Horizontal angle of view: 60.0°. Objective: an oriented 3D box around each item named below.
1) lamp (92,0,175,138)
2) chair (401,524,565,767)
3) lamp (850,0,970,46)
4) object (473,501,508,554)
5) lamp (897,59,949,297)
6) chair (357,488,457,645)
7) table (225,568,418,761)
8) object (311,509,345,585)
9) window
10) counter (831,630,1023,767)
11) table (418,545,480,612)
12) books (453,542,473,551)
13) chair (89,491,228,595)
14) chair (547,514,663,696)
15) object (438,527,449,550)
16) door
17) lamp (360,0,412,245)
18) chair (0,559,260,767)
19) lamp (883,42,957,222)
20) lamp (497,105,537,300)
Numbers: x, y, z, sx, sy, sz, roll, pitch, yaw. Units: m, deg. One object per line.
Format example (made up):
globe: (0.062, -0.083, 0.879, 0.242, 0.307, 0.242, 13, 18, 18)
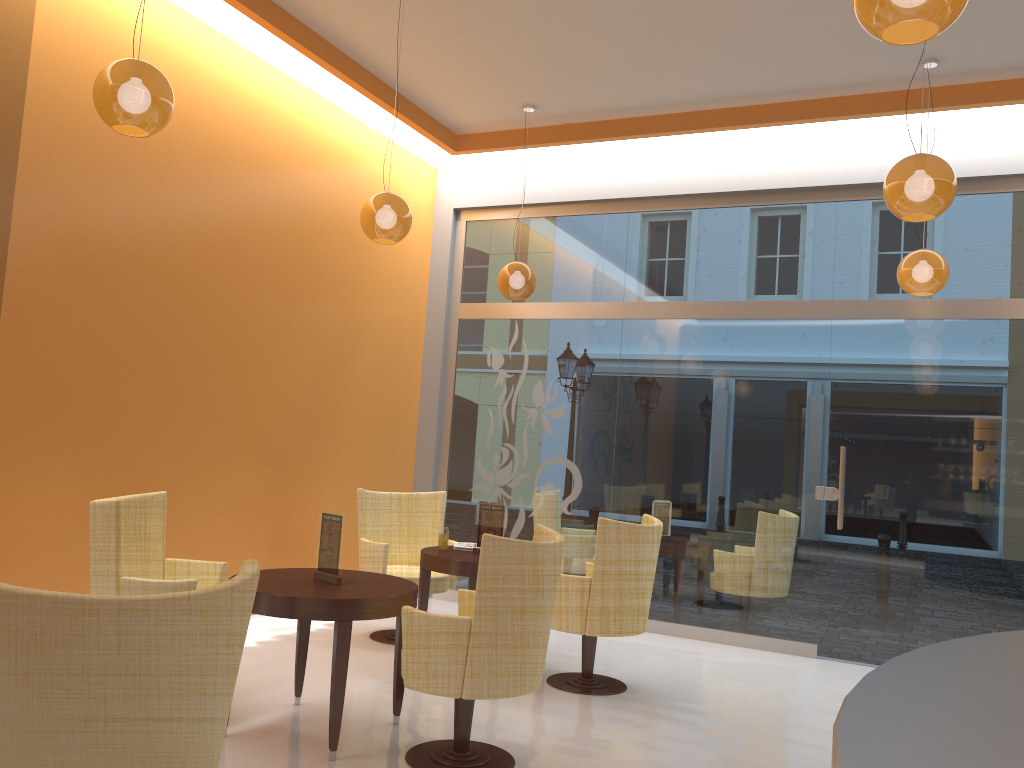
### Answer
lamp: (-1.448, -1.740, 3.547, 0.299, 1.500, 0.299, 7, -5, -39)
chair: (-0.141, 1.133, 3.889, 0.685, 1.017, 0.729, 2, -5, 22)
lamp: (1.079, -1.651, 2.345, 0.299, 1.500, 0.299, 4, -4, 3)
object: (-0.138, 0.930, 5.727, 0.209, 0.335, 0.042, 3, -4, 8)
lamp: (2.608, -1.304, 5.585, 0.299, 1.500, 0.299, 4, -4, 0)
chair: (-0.750, 1.266, 6.263, 0.729, 1.017, 0.685, 7, -5, -32)
table: (-0.901, 1.269, 4.148, 0.874, 0.679, 0.872, 6, -5, -28)
object: (-0.862, 0.765, 4.194, 0.209, 0.335, 0.042, 0, -6, 43)
window: (3.086, 0.286, 6.242, 8.200, 3.380, 0.040, 2, -5, 25)
counter: (1.415, 0.983, 0.946, 2.917, 1.100, 1.586, 6, -4, -19)
table: (-0.174, 1.434, 5.689, 0.874, 0.679, 0.872, 5, -4, -18)
books: (-0.213, 1.094, 5.935, 0.339, 0.028, 0.273, 4, -4, 0)
chair: (-1.694, 1.051, 4.262, 0.685, 1.017, 0.729, 4, -4, -6)
chair: (0.521, 1.283, 5.293, 0.685, 1.017, 0.729, 2, -5, 28)
object: (-0.444, 1.004, 5.755, 0.067, 0.148, 0.067, 8, -6, -40)
door: (3.051, 0.783, 6.206, 1.640, 2.499, 0.020, 2, -5, 25)
lamp: (-0.683, -1.567, 5.167, 0.299, 1.500, 0.299, 2, -5, 25)
chair: (-1.049, 0.942, 2.166, 0.685, 1.017, 0.729, 0, -6, 42)
lamp: (1.844, -1.478, 3.965, 0.299, 1.500, 0.299, 1, -5, 36)
lamp: (0.081, -1.393, 6.787, 0.299, 1.500, 0.299, 2, -5, 25)
